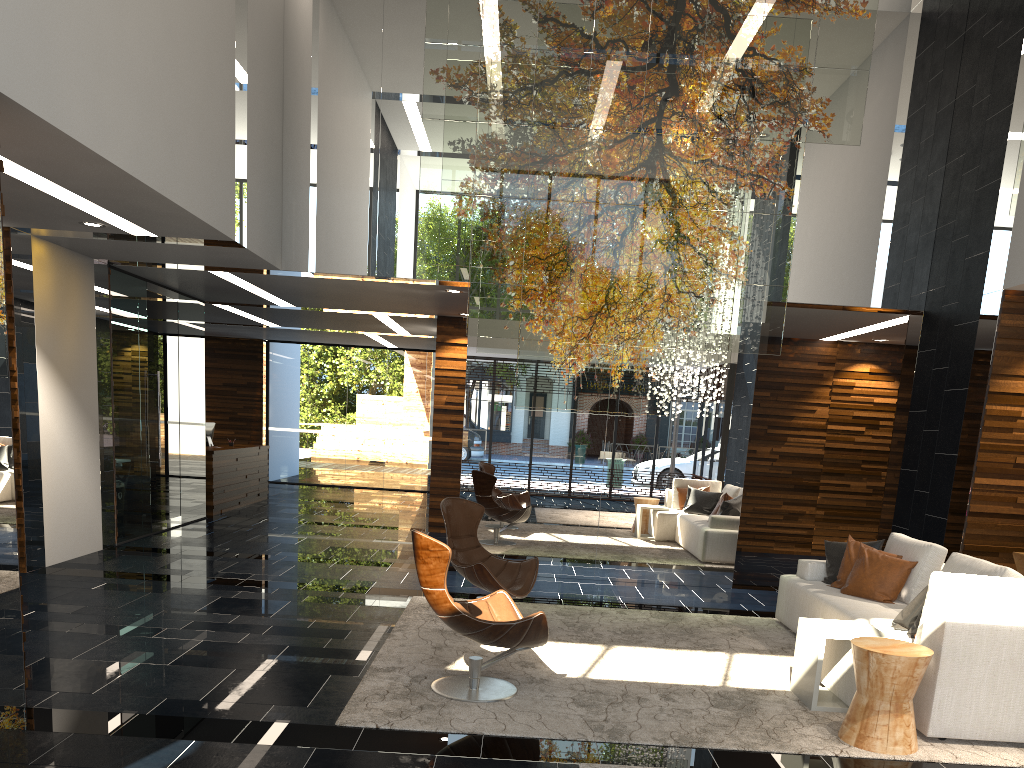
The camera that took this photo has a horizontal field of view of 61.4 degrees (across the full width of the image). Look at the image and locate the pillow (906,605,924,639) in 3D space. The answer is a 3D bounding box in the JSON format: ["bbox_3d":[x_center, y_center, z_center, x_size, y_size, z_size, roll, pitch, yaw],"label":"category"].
[{"bbox_3d":[2.589,1.344,5.120,0.554,0.427,0.248,2,7,-32],"label":"pillow"}]

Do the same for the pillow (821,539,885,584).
[{"bbox_3d":[2.640,1.380,6.704,0.253,0.426,0.543,-3,6,-42],"label":"pillow"}]

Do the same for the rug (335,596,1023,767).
[{"bbox_3d":[2.081,1.941,5.850,5.901,0.006,3.151,4,-2,0],"label":"rug"}]

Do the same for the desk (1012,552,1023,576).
[{"bbox_3d":[4.506,1.720,5.951,0.990,0.765,2.199,4,-1,1],"label":"desk"}]

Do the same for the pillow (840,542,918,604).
[{"bbox_3d":[2.647,1.384,6.275,0.268,0.423,0.508,0,4,-29],"label":"pillow"}]

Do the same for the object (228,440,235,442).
[{"bbox_3d":[-4.366,0.898,13.350,0.075,0.105,0.150,7,3,30],"label":"object"}]

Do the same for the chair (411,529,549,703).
[{"bbox_3d":[-0.163,1.282,4.821,0.788,0.956,0.657,0,7,-32],"label":"chair"}]

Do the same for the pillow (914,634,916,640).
[{"bbox_3d":[2.545,1.319,4.922,0.520,0.426,0.260,3,7,-4],"label":"pillow"}]

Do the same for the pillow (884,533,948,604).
[{"bbox_3d":[2.921,1.361,6.382,0.248,0.462,0.704,4,2,0],"label":"pillow"}]

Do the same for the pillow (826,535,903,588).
[{"bbox_3d":[2.662,1.370,6.491,0.242,0.441,0.537,-2,5,-35],"label":"pillow"}]

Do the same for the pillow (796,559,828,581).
[{"bbox_3d":[2.644,1.517,6.998,0.624,0.156,0.234,4,2,-5],"label":"pillow"}]

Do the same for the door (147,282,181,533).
[{"bbox_3d":[-4.013,0.317,10.063,0.101,2.927,0.842,4,10,1],"label":"door"}]

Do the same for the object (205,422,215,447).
[{"bbox_3d":[-4.611,0.829,13.052,0.189,0.504,0.472,4,5,6],"label":"object"}]

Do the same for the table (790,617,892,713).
[{"bbox_3d":[1.930,1.660,5.096,0.400,0.479,0.389,4,5,0],"label":"table"}]

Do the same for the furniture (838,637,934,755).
[{"bbox_3d":[1.926,1.606,4.460,0.386,0.536,0.388,8,8,35],"label":"furniture"}]

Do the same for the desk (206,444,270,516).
[{"bbox_3d":[-4.507,1.395,13.116,0.879,0.908,2.621,4,-1,1],"label":"desk"}]

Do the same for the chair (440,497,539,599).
[{"bbox_3d":[-0.227,1.350,6.481,0.779,0.956,0.664,6,7,28],"label":"chair"}]

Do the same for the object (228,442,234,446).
[{"bbox_3d":[-4.349,0.934,13.348,0.076,0.061,0.076,5,3,24],"label":"object"}]

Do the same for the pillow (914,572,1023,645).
[{"bbox_3d":[2.615,1.272,4.724,0.711,0.473,0.211,4,8,1],"label":"pillow"}]

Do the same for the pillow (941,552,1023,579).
[{"bbox_3d":[2.910,1.329,5.500,0.290,0.446,0.704,4,1,1],"label":"pillow"}]

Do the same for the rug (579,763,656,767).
[{"bbox_3d":[2.005,1.806,2.838,3.416,0.006,2.291,4,-2,0],"label":"rug"}]

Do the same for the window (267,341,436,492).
[{"bbox_3d":[-2.965,0.701,17.425,3.957,2.927,0.057,4,11,0],"label":"window"}]

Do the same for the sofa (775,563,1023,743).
[{"bbox_3d":[2.600,1.619,5.846,1.291,0.698,2.795,4,-2,1],"label":"sofa"}]

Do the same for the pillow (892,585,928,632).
[{"bbox_3d":[2.581,1.353,5.299,0.504,0.375,0.292,2,6,-40],"label":"pillow"}]
